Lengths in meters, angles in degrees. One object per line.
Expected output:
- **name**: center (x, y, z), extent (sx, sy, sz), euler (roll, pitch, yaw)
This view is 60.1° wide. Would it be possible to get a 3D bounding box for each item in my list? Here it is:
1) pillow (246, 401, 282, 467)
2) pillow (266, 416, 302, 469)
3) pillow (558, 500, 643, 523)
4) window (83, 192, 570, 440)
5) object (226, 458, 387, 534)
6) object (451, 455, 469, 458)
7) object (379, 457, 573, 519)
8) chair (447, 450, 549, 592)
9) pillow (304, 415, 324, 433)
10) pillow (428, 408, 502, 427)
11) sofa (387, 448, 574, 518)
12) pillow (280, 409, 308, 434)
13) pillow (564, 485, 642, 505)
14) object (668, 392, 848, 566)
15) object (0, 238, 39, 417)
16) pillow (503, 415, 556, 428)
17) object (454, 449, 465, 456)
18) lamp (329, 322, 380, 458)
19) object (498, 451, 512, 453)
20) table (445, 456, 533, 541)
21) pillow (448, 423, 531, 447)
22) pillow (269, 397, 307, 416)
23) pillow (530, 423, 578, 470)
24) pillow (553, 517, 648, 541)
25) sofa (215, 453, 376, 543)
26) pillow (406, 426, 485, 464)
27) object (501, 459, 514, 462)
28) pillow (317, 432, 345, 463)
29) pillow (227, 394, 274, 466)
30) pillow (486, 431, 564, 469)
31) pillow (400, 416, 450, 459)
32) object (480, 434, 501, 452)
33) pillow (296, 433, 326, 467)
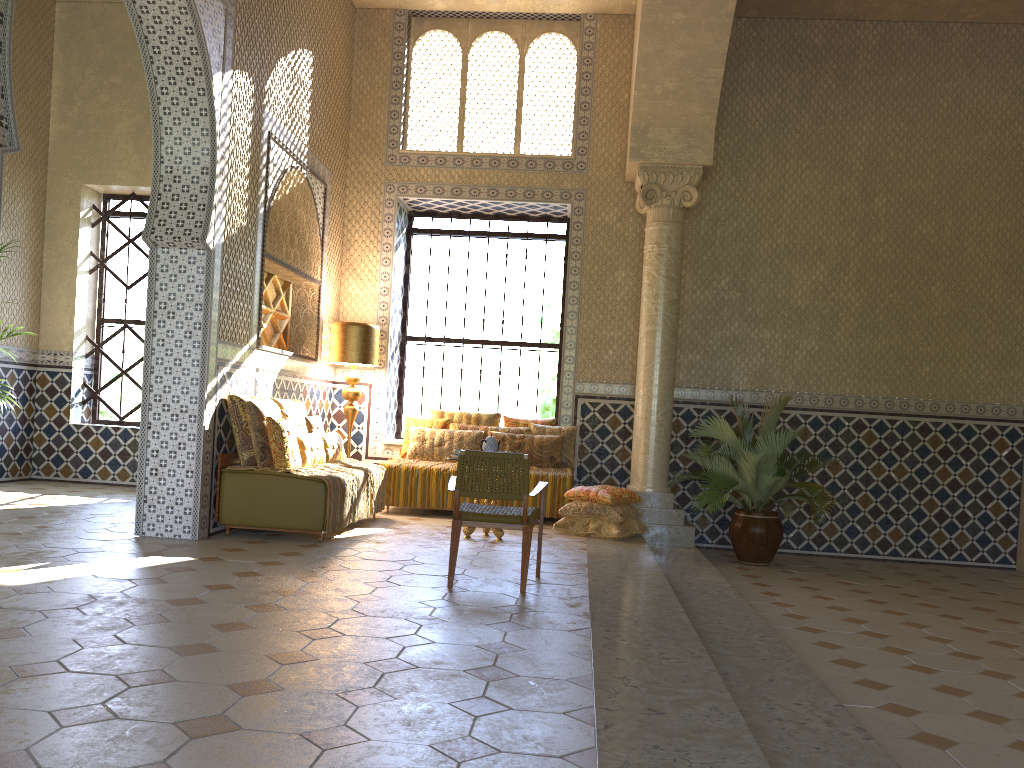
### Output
- **pillow**: center (-2.854, 0.601, 10.353), extent (0.383, 0.781, 0.834), euler (3, -1, 5)
- **pillow**: center (-2.610, 0.704, 10.192), extent (0.345, 0.652, 0.685), euler (3, -1, 4)
- **pillow**: center (1.218, 1.744, 12.106), extent (0.930, 0.347, 0.881), euler (3, -2, 25)
- **window**: center (-3.331, -1.079, 15.110), extent (8.483, 3.994, 0.574), euler (3, 1, 1)
- **object**: center (-2.479, 1.339, 11.164), extent (1.313, 0.718, 2.888), euler (3, -2, 5)
- **object**: center (-0.641, 0.906, 11.050), extent (0.256, 0.032, 0.255), euler (4, -2, -17)
- **object**: center (-0.529, 1.546, 13.510), extent (2.885, 0.718, 1.315), euler (3, -2, 5)
- **chair**: center (-0.168, 1.212, 8.188), extent (0.950, 1.210, 0.907), euler (3, 0, 4)
- **pillow**: center (-2.661, 0.738, 11.890), extent (0.313, 0.638, 0.682), euler (3, -1, 5)
- **pillow**: center (-0.789, 0.828, 14.070), extent (1.192, 0.833, 0.422), euler (3, 0, 4)
- **sofa**: center (-0.485, 1.560, 13.569), extent (2.848, 0.938, 1.274), euler (3, -1, 4)
- **pillow**: center (-2.721, 0.673, 11.089), extent (0.340, 0.693, 0.741), euler (3, -1, 5)
- **pillow**: center (1.245, 1.537, 12.093), extent (0.803, 0.311, 0.749), euler (2, -2, 39)
- **object**: center (3.646, 1.342, 12.660), extent (2.643, 2.504, 2.163), euler (3, 0, -9)
- **object**: center (-7.296, -0.258, 11.191), extent (2.255, 3.555, 2.754), euler (3, 0, 8)
- **pillow**: center (0.245, 0.917, 14.049), extent (0.855, 0.801, 0.393), euler (3, 0, 5)
- **object**: center (-0.639, 0.868, 11.049), extent (0.184, 0.100, 0.183), euler (4, -2, -14)
- **lamp**: center (-2.479, 0.485, 13.612), extent (0.737, 2.816, 0.735), euler (3, 1, -26)
- **object**: center (-0.096, 0.912, 11.361), extent (0.183, 0.100, 0.183), euler (4, -2, -7)
- **table**: center (-0.316, 1.430, 11.030), extent (1.099, 0.981, 1.102), euler (3, -1, 34)
- **pillow**: center (-0.368, 0.949, 13.799), extent (1.341, 0.616, 0.370), euler (3, 0, 4)
- **pillow**: center (-2.941, 0.611, 11.783), extent (0.422, 0.832, 1.193), euler (3, -1, 5)
- **pillow**: center (0.629, 0.975, 13.742), extent (0.740, 0.694, 0.340), euler (3, 0, 5)
- **pillow**: center (1.225, 1.948, 12.118), extent (0.989, 0.368, 1.044), euler (2, -2, 30)
- **sofa**: center (-2.540, 1.344, 11.181), extent (1.273, 0.937, 2.852), euler (3, -2, 5)
- **pillow**: center (-1.032, 0.959, 13.632), extent (1.191, 0.547, 0.329), euler (3, 0, 4)
- **object**: center (-0.100, 0.925, 10.725), extent (0.256, 0.032, 0.256), euler (3, -2, 1)
- **pillow**: center (-2.458, 0.878, 11.923), extent (0.271, 0.450, 0.983), euler (3, -2, 5)
- **pillow**: center (-3.034, 0.558, 10.591), extent (0.422, 0.832, 1.193), euler (3, -1, 5)
- **pillow**: center (0.187, 1.027, 13.538), extent (1.191, 0.547, 0.329), euler (3, 0, 4)
- **pillow**: center (-1.369, 0.863, 13.896), extent (0.740, 0.694, 0.340), euler (3, 0, 5)
- **object**: center (-0.271, 0.782, 11.059), extent (0.273, 0.324, 0.199), euler (3, 0, -6)
- **pillow**: center (-2.531, 0.837, 10.989), extent (0.271, 0.450, 0.983), euler (3, -2, 5)
